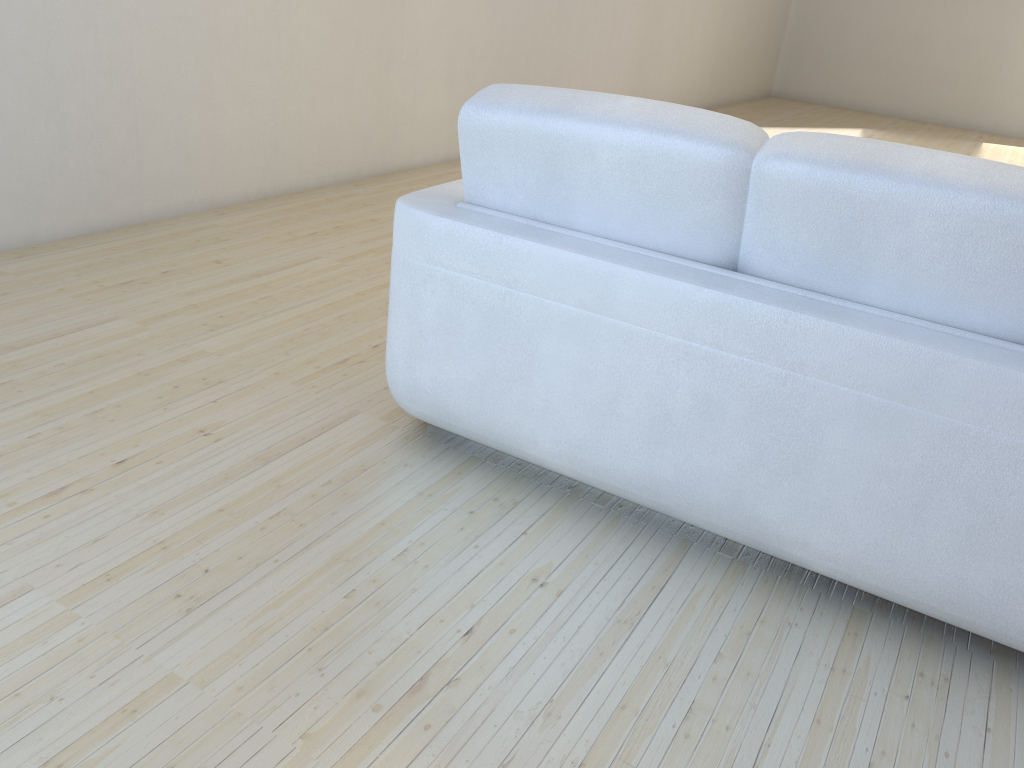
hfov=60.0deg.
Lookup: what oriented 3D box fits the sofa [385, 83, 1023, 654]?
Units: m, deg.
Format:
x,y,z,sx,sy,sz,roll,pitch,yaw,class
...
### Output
x,y,z,sx,sy,sz,roll,pitch,yaw,class
0.836,-0.110,1.967,2.166,0.862,0.941,19,27,24,sofa
